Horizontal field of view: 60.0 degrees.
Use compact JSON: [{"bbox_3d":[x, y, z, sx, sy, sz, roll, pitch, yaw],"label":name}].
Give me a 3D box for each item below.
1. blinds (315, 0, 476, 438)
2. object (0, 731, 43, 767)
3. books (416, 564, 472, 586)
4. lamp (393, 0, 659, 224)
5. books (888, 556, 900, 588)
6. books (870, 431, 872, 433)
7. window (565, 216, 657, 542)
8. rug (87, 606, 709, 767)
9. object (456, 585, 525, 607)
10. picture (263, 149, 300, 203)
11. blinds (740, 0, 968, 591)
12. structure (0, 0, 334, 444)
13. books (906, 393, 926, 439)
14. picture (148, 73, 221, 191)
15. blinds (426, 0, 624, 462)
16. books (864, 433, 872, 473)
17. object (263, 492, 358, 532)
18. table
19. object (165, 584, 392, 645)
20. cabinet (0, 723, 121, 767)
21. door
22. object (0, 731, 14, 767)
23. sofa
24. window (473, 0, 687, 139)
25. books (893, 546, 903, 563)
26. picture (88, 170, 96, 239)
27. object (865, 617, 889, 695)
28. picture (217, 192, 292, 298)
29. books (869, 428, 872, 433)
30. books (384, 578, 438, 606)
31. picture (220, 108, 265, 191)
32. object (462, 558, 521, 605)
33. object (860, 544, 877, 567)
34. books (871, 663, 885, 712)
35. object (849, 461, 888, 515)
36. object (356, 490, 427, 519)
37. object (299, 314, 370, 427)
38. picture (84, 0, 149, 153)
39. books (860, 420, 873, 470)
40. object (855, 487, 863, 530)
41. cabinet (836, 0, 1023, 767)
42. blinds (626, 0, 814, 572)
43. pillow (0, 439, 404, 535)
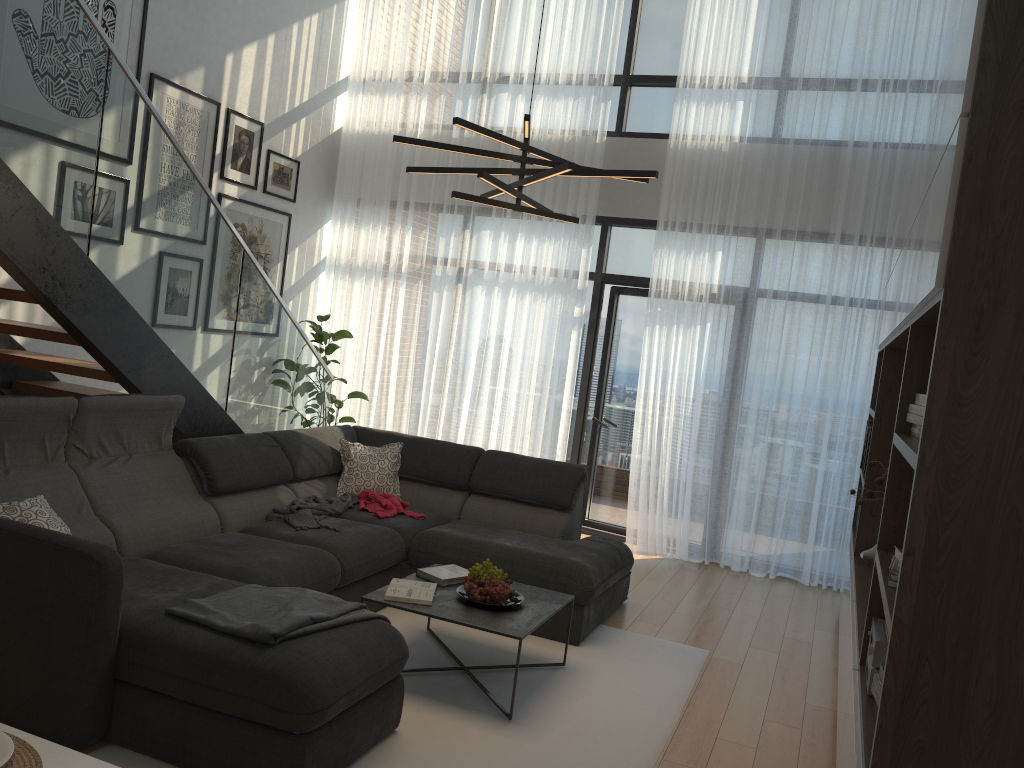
[{"bbox_3d":[-0.934,-1.854,7.350,1.223,5.581,0.218,8,3,18],"label":"blinds"},{"bbox_3d":[-0.722,0.468,1.040,0.304,0.002,0.304,5,4,-37],"label":"object"},{"bbox_3d":[-0.293,0.866,4.031,0.179,0.029,0.225,10,4,43],"label":"books"},{"bbox_3d":[0.255,-2.525,3.601,1.200,3.645,0.831,9,3,30],"label":"lamp"},{"bbox_3d":[1.200,0.546,2.504,0.250,0.047,0.310,9,3,26],"label":"books"},{"bbox_3d":[2.284,0.432,5.451,0.193,0.255,0.066,8,3,20],"label":"books"},{"bbox_3d":[0.600,-0.072,7.047,4.808,2.501,0.119,8,3,20],"label":"window"},{"bbox_3d":[-0.155,1.259,3.651,1.606,0.013,2.496,8,3,20],"label":"rug"},{"bbox_3d":[-0.094,0.906,3.776,0.295,0.026,0.295,8,3,14],"label":"object"},{"bbox_3d":[-1.799,-1.619,6.931,0.025,0.333,0.410,8,3,20],"label":"picture"},{"bbox_3d":[2.408,-1.359,6.126,1.163,5.581,0.218,8,3,18],"label":"blinds"},{"bbox_3d":[-2.680,-0.561,3.411,1.289,3.460,5.660,8,3,20],"label":"structure"},{"bbox_3d":[1.374,0.117,2.691,0.277,0.137,0.343,8,3,15],"label":"books"},{"bbox_3d":[-2.210,-1.463,5.888,0.025,0.990,0.654,8,3,20],"label":"picture"},{"bbox_3d":[0.080,-1.705,6.998,1.374,5.581,0.218,8,3,18],"label":"blinds"},{"bbox_3d":[2.257,0.433,5.392,0.191,0.249,0.083,8,3,20],"label":"books"},{"bbox_3d":[-1.067,0.674,4.717,0.411,0.118,0.905,7,3,-4],"label":"object"},{"bbox_3d":[-0.184,1.069,3.810,0.700,0.323,0.700,8,3,20],"label":"table"},{"bbox_3d":[-0.808,0.914,3.119,0.548,0.369,0.685,9,3,28],"label":"object"},{"bbox_3d":[-1.297,0.086,0.154,3.495,2.401,2.401,8,3,20],"label":"cabinet"},{"bbox_3d":[1.158,0.258,6.953,1.118,1.976,0.206,9,3,30],"label":"door"},{"bbox_3d":[-0.708,0.459,1.081,0.176,0.014,0.176,9,3,25],"label":"object"},{"bbox_3d":[-0.737,0.664,4.176,2.108,0.995,3.169,8,3,21],"label":"sofa"},{"bbox_3d":[0.998,-3.142,6.889,4.808,2.500,0.119,8,3,20],"label":"window"},{"bbox_3d":[1.228,0.511,2.484,0.266,0.030,0.209,8,3,14],"label":"books"},{"bbox_3d":[-2.498,-1.068,5.284,0.025,0.410,0.504,8,3,20],"label":"picture"},{"bbox_3d":[1.242,0.871,2.755,0.270,0.174,0.285,8,3,20],"label":"object"},{"bbox_3d":[-1.987,-0.869,6.720,0.025,0.990,0.871,8,3,20],"label":"picture"},{"bbox_3d":[2.329,0.425,5.549,0.202,0.268,0.053,8,3,20],"label":"books"},{"bbox_3d":[-0.420,0.868,3.731,0.199,0.025,0.294,7,3,0],"label":"books"},{"bbox_3d":[-1.964,-1.702,6.460,0.025,0.504,0.410,8,3,20],"label":"picture"},{"bbox_3d":[-0.080,0.838,3.764,0.256,0.173,0.279,8,3,18],"label":"object"},{"bbox_3d":[2.017,0.766,4.560,0.313,0.397,0.313,6,3,-27],"label":"object"},{"bbox_3d":[1.141,0.901,2.442,0.248,0.123,0.307,8,3,15],"label":"books"},{"bbox_3d":[1.899,0.657,4.418,0.317,0.598,0.542,5,4,-34],"label":"object"},{"bbox_3d":[-0.746,0.672,5.036,0.323,0.077,0.536,5,4,-36],"label":"object"},{"bbox_3d":[-1.626,0.151,7.239,0.528,1.463,0.774,10,4,41],"label":"object"},{"bbox_3d":[-2.577,-2.185,4.626,0.028,1.678,1.785,8,3,20],"label":"picture"},{"bbox_3d":[2.367,0.403,5.630,0.259,0.321,0.128,8,3,20],"label":"books"},{"bbox_3d":[2.326,0.786,5.584,0.244,0.331,0.214,8,3,10],"label":"object"},{"bbox_3d":[1.750,0.245,3.826,0.338,2.494,4.036,8,3,20],"label":"cabinet"},{"bbox_3d":[1.556,-1.482,6.359,0.858,5.579,0.589,7,3,-3],"label":"blinds"},{"bbox_3d":[-1.326,0.523,4.283,0.386,0.364,2.734,9,3,24],"label":"pillow"}]
